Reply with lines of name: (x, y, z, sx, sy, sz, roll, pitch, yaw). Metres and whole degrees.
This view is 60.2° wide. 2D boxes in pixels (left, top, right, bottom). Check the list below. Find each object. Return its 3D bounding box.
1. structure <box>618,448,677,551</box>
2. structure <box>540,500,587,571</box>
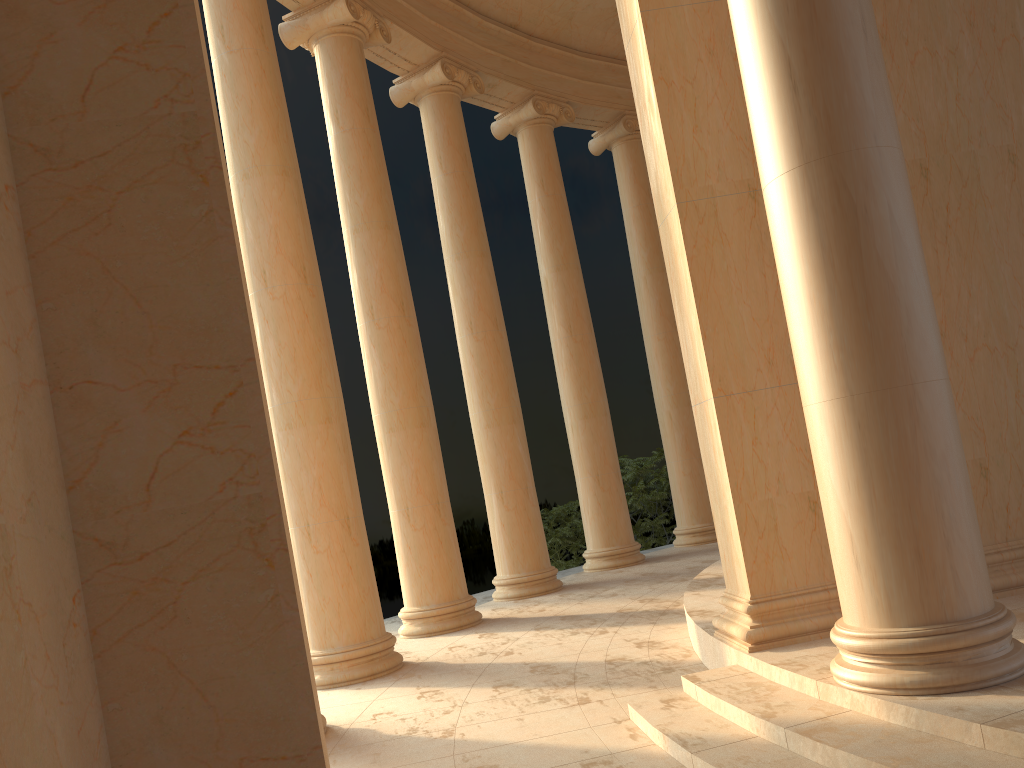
structure: (266.211, 263.727, 1602.476, 247.024, 298.520, 238.710, -10, -4, -2)
structure: (82.193, 299.666, 1516.525, 149.551, 187.716, 155.946, -11, -4, 7)
